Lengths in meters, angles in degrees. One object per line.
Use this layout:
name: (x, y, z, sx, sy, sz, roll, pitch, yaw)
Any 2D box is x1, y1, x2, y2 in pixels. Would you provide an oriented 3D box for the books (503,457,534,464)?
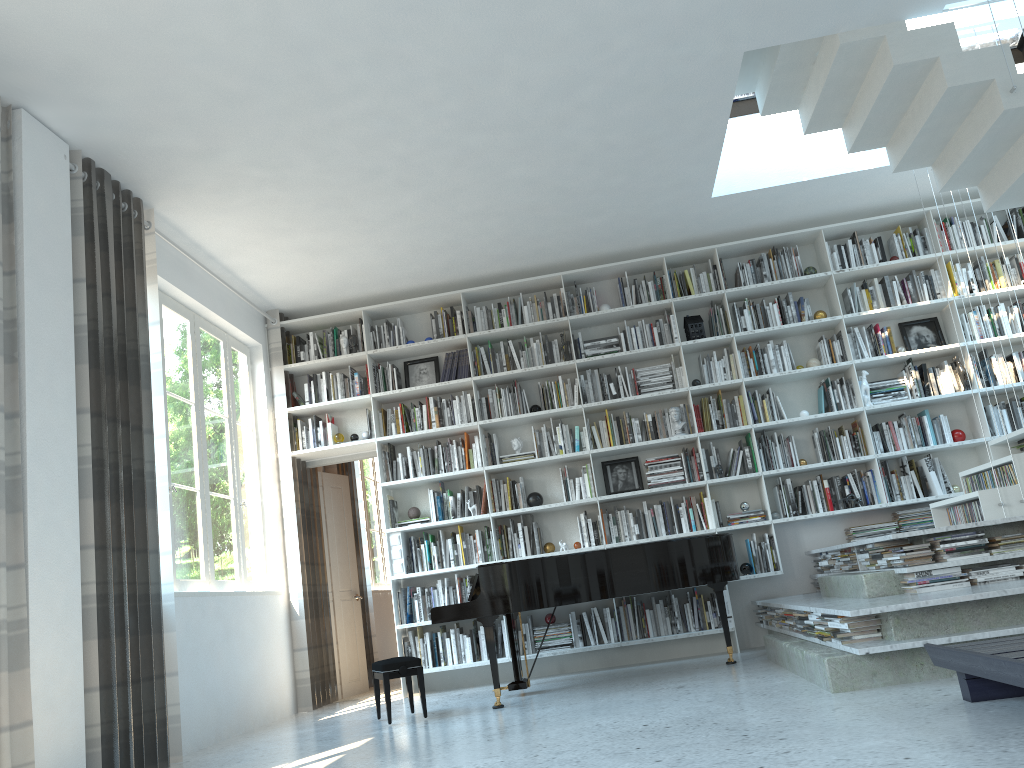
books: (0.055, 0.628, 7.158, 0.254, 0.012, 0.161, -8, -14, 1)

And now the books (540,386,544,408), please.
books: (0.256, 0.146, 7.250, 0.005, 0.238, 0.146, -9, -13, 5)

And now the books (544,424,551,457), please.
books: (0.288, 0.476, 7.150, 0.012, 0.285, 0.167, -9, -13, 5)

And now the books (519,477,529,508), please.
books: (0.098, 0.883, 7.105, 0.028, 0.265, 0.145, -9, -13, 5)

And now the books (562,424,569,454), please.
books: (0.439, 0.464, 7.137, 0.023, 0.259, 0.170, -9, -13, 5)

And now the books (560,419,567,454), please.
books: (0.419, 0.447, 7.142, 0.011, 0.300, 0.179, -9, -13, 5)

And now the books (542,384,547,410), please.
books: (0.275, 0.136, 7.216, 0.005, 0.235, 0.179, -9, -13, 5)

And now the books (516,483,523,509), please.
books: (0.072, 0.908, 7.087, 0.028, 0.215, 0.175, -9, -13, 5)

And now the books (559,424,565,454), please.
books: (0.409, 0.464, 7.131, 0.012, 0.265, 0.193, -9, -13, 5)

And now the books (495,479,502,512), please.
books: (-0.095, 0.910, 7.120, 0.026, 0.274, 0.155, -9, -13, 5)

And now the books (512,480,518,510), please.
books: (0.035, 0.905, 7.117, 0.028, 0.247, 0.143, -9, -13, 5)

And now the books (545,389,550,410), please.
books: (0.297, 0.156, 7.232, 0.011, 0.199, 0.163, -9, -13, 5)

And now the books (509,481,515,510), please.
books: (0.012, 0.906, 7.103, 0.014, 0.243, 0.153, -9, -13, 5)

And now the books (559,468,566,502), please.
books: (0.410, 0.820, 7.071, 0.012, 0.284, 0.160, -9, -13, 5)

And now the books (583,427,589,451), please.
books: (0.601, 0.463, 7.134, 0.026, 0.216, 0.126, -9, -13, 5)

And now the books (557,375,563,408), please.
books: (0.400, 0.087, 7.228, 0.006, 0.303, 0.166, -9, -13, 5)

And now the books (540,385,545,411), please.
books: (0.258, 0.139, 7.227, 0.005, 0.240, 0.174, -9, -13, 5)

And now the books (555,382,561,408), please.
books: (0.382, 0.115, 7.229, 0.017, 0.252, 0.140, -9, -13, 5)

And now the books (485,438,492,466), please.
books: (-0.182, 0.571, 7.203, 0.024, 0.256, 0.134, -9, -13, 5)

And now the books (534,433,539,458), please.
books: (0.208, 0.520, 7.168, 0.010, 0.231, 0.155, -9, -13, 5)

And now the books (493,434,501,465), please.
books: (-0.117, 0.551, 7.201, 0.021, 0.277, 0.137, -9, -13, 5)

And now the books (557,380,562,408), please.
books: (0.397, 0.111, 7.221, 0.006, 0.252, 0.180, -9, -13, 5)

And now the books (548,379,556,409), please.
books: (0.334, 0.109, 7.247, 0.033, 0.287, 0.155, -9, -13, 5)

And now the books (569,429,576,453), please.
books: (0.490, 0.481, 7.148, 0.026, 0.218, 0.150, -9, -13, 5)

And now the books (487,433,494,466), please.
books: (-0.166, 0.553, 7.224, 0.011, 0.297, 0.136, -9, -13, 5)

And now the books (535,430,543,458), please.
books: (0.224, 0.505, 7.150, 0.030, 0.246, 0.174, -9, -13, 5)

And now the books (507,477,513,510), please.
books: (-0.012, 0.891, 7.088, 0.026, 0.273, 0.190, -9, -13, 5)

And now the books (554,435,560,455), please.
books: (0.372, 0.515, 7.154, 0.025, 0.189, 0.140, -9, -13, 5)

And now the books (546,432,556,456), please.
books: (0.324, 0.504, 7.157, 0.048, 0.224, 0.150, -9, -13, 5)

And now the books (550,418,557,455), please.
books: (0.344, 0.447, 7.157, 0.010, 0.328, 0.174, -9, -13, 5)

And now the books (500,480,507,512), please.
books: (-0.065, 0.909, 7.109, 0.036, 0.262, 0.167, -9, -13, 5)

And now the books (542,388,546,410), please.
books: (0.270, 0.153, 7.240, 0.013, 0.215, 0.150, -9, -13, 5)

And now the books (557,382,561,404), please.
books: (0.392, 0.108, 7.229, 0.004, 0.264, 0.142, -9, -13, 5)

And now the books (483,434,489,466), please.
books: (-0.201, 0.562, 7.214, 0.012, 0.284, 0.160, -9, -13, 5)

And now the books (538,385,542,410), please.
books: (0.238, 0.141, 7.249, 0.005, 0.253, 0.161, -9, -13, 5)

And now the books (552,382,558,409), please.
books: (0.355, 0.119, 7.207, 0.013, 0.243, 0.189, -9, -13, 5)

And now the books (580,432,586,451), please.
books: (0.577, 0.484, 7.130, 0.027, 0.180, 0.142, -9, -13, 5)

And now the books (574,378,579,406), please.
books: (0.526, 0.094, 7.186, 0.064, 0.236, 0.209, -9, -13, 5)

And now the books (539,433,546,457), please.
books: (0.255, 0.517, 7.173, 0.024, 0.226, 0.138, -9, -13, 5)

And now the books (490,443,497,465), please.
books: (-0.139, 0.589, 7.201, 0.034, 0.209, 0.136, -9, -13, 5)

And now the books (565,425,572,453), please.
books: (0.464, 0.467, 7.154, 0.022, 0.255, 0.152, -9, -13, 5)

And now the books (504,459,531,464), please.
books: (0.058, 0.641, 7.163, 0.254, 0.012, 0.161, -9, -14, 5)

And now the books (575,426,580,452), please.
books: (0.529, 0.465, 7.122, 0.060, 0.227, 0.179, -9, -13, 5)

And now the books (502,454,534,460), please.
books: (0.052, 0.605, 7.165, 0.254, 0.012, 0.161, -9, -14, 2)

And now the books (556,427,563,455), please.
books: (0.392, 0.478, 7.140, 0.028, 0.246, 0.170, -9, -13, 5)

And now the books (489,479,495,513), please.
books: (-0.150, 0.915, 7.131, 0.012, 0.284, 0.160, -9, -13, 5)

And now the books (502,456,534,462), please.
books: (0.053, 0.615, 7.158, 0.254, 0.012, 0.161, -8, -14, 0)

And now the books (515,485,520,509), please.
books: (0.054, 0.916, 7.092, 0.011, 0.207, 0.180, -9, -13, 5)

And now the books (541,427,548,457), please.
books: (0.274, 0.490, 7.161, 0.022, 0.266, 0.151, -9, -13, 5)

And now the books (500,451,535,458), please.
books: (0.048, 0.581, 7.168, 0.285, 0.012, 0.160, -8, -14, 1)

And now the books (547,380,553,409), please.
books: (0.315, 0.116, 7.237, 0.005, 0.274, 0.157, -9, -13, 5)

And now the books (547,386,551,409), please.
books: (0.311, 0.140, 7.209, 0.006, 0.216, 0.181, -9, -13, 5)

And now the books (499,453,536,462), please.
books: (0.050, 0.593, 7.170, 0.285, 0.012, 0.160, -10, -14, 7)

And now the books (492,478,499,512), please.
books: (-0.121, 0.908, 7.119, 0.025, 0.284, 0.145, -9, -13, 5)

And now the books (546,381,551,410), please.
books: (0.304, 0.124, 7.247, 0.009, 0.266, 0.150, -9, -13, 5)

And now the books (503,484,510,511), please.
books: (-0.032, 0.922, 7.106, 0.025, 0.227, 0.153, -9, -13, 5)

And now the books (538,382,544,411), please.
books: (0.246, 0.131, 7.258, 0.012, 0.275, 0.129, -9, -13, 5)

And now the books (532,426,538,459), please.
books: (0.192, 0.493, 7.162, 0.012, 0.284, 0.160, -9, -13, 5)

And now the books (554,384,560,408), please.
books: (0.372, 0.129, 7.240, 0.011, 0.235, 0.131, -9, -13, 5)
